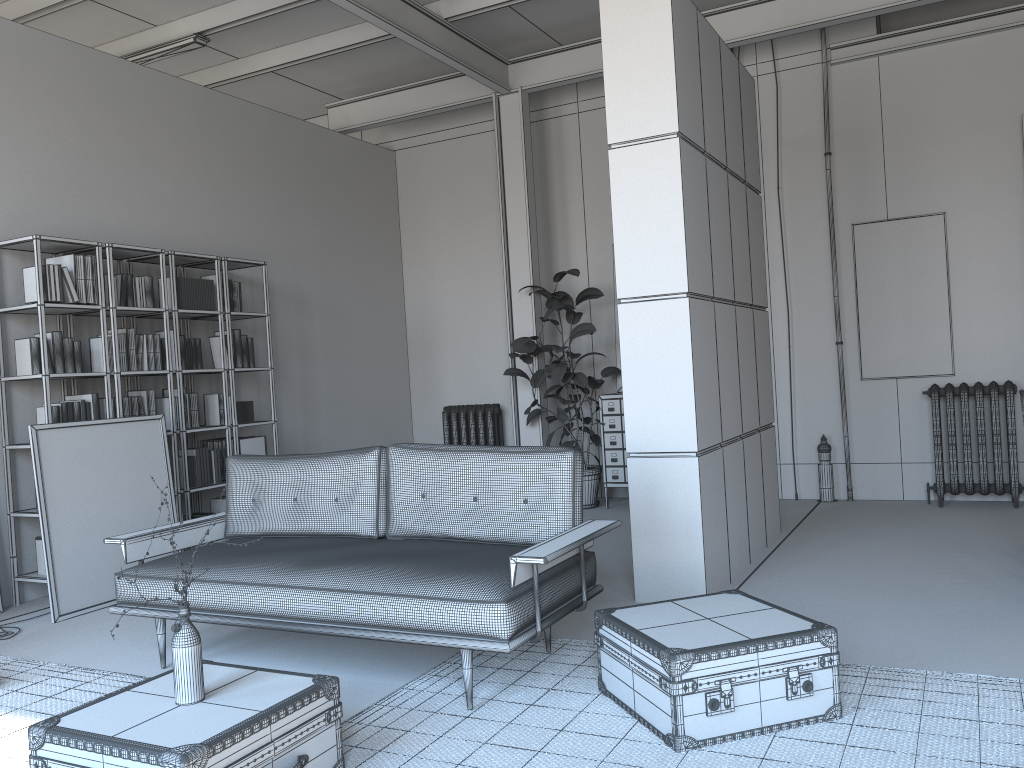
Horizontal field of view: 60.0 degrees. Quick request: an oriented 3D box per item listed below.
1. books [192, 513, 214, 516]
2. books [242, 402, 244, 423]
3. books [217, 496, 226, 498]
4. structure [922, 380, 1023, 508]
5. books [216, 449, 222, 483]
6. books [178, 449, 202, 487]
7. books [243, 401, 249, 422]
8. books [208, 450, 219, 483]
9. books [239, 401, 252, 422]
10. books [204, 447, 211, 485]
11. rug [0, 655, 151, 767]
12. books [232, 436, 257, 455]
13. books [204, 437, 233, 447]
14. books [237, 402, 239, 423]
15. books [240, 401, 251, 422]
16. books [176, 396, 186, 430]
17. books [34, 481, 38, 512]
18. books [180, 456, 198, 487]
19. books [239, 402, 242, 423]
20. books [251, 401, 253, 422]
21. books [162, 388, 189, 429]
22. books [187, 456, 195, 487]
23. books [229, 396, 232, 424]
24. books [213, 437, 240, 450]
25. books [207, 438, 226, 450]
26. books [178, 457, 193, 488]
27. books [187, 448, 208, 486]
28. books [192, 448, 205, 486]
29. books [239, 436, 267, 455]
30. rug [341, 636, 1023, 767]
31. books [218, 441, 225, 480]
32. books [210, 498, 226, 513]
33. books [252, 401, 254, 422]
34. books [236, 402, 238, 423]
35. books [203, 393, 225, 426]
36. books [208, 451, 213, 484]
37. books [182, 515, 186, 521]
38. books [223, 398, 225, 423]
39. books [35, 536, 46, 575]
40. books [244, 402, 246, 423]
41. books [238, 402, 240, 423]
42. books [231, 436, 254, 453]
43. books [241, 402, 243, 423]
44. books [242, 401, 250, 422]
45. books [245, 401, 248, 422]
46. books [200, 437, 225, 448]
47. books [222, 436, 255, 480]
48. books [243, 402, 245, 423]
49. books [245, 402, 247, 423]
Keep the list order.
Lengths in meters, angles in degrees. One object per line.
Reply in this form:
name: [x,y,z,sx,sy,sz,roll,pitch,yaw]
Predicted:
books: [-2.281,1.057,6.656,0.271,0.184,0.047,-3,1,27]
books: [-2.156,0.228,6.937,0.134,0.177,0.012,-3,1,27]
books: [-2.185,1.008,6.855,0.195,0.279,0.049,-3,1,27]
structure: [3.659,0.483,7.006,0.733,1.007,0.328,-3,1,27]
books: [-2.248,0.618,6.627,0.184,0.254,0.025,-3,1,27]
books: [-2.339,0.611,6.451,0.202,0.278,0.027,-3,1,27]
books: [-2.129,0.226,6.988,0.134,0.177,0.012,-3,1,27]
books: [-2.259,0.619,6.604,0.184,0.254,0.025,-3,1,27]
books: [-2.113,0.224,7.019,0.134,0.177,0.012,-3,1,27]
books: [-2.302,0.608,6.525,0.202,0.278,0.027,-3,1,27]
rug: [-2.266,1.361,3.193,2.524,0.007,1.961,-3,1,27]
books: [-2.039,0.577,6.860,0.068,0.327,0.303,-3,1,28]
books: [-2.294,0.590,6.992,0.033,0.326,0.303,-3,1,27]
books: [-2.177,0.229,6.896,0.134,0.177,0.012,-3,1,27]
books: [-2.119,0.225,7.009,0.134,0.177,0.012,-3,1,27]
books: [-2.457,0.214,6.431,0.178,0.244,0.057,-3,1,27]
books: [-2.856,0.653,5.487,0.193,0.265,0.091,-3,1,27]
books: [-2.349,0.636,6.429,0.165,0.227,0.022,-3,1,27]
books: [-2.166,0.229,6.916,0.134,0.177,0.012,-3,1,27]
books: [-2.108,0.224,7.029,0.134,0.177,0.012,-3,1,27]
books: [-2.472,0.182,6.500,0.222,0.303,0.038,-3,1,27]
books: [-2.360,0.637,6.408,0.165,0.227,0.022,-3,1,27]
books: [-2.231,0.206,6.871,0.176,0.232,0.015,-3,1,27]
books: [-2.190,0.584,6.944,0.056,0.315,0.317,-3,1,27]
books: [-2.246,0.588,6.972,0.068,0.318,0.319,-3,1,27]
books: [-2.369,0.637,6.388,0.165,0.227,0.022,-3,1,27]
books: [-2.314,0.609,6.500,0.202,0.278,0.027,-3,1,27]
books: [-2.327,0.610,6.476,0.202,0.278,0.027,-3,1,27]
books: [-1.994,0.573,6.837,0.033,0.326,0.303,-3,1,27]
rug: [0.579,1.190,2.882,2.524,0.007,1.961,-3,1,27]
books: [-2.146,0.585,6.925,0.040,0.312,0.343,-3,1,27]
books: [-2.222,1.013,6.785,0.192,0.277,0.030,-3,1,27]
books: [-2.103,0.224,7.040,0.134,0.177,0.012,-3,1,27]
books: [-2.182,0.230,6.885,0.134,0.177,0.012,-3,1,27]
books: [-2.286,0.199,6.788,0.170,0.245,0.043,-3,1,27]
books: [-2.299,0.622,6.574,0.180,0.244,0.057,-3,1,27]
books: [-2.432,1.050,6.363,0.275,0.223,0.033,-3,1,27]
books: [-2.256,0.204,6.835,0.162,0.229,0.053,-3,1,35]
books: [-2.849,1.073,5.522,0.304,0.247,0.036,-3,1,27]
books: [-2.145,0.227,6.957,0.134,0.177,0.012,-3,1,27]
books: [-2.171,0.229,6.906,0.134,0.177,0.012,-3,1,27]
books: [-2.088,0.577,6.873,0.027,0.326,0.272,-3,1,27]
books: [-2.161,0.228,6.927,0.134,0.177,0.012,-3,1,27]
books: [-2.124,0.225,6.999,0.134,0.177,0.012,-3,1,27]
books: [-2.134,0.226,6.978,0.134,0.177,0.012,-3,1,27]
books: [-2.325,0.591,7.006,0.033,0.326,0.303,-3,1,27]
books: [-2.112,0.578,6.908,0.037,0.322,0.333,-3,1,27]
books: [-2.150,0.227,6.947,0.134,0.177,0.012,-3,1,27]
books: [-2.140,0.227,6.968,0.134,0.177,0.012,-3,1,27]
